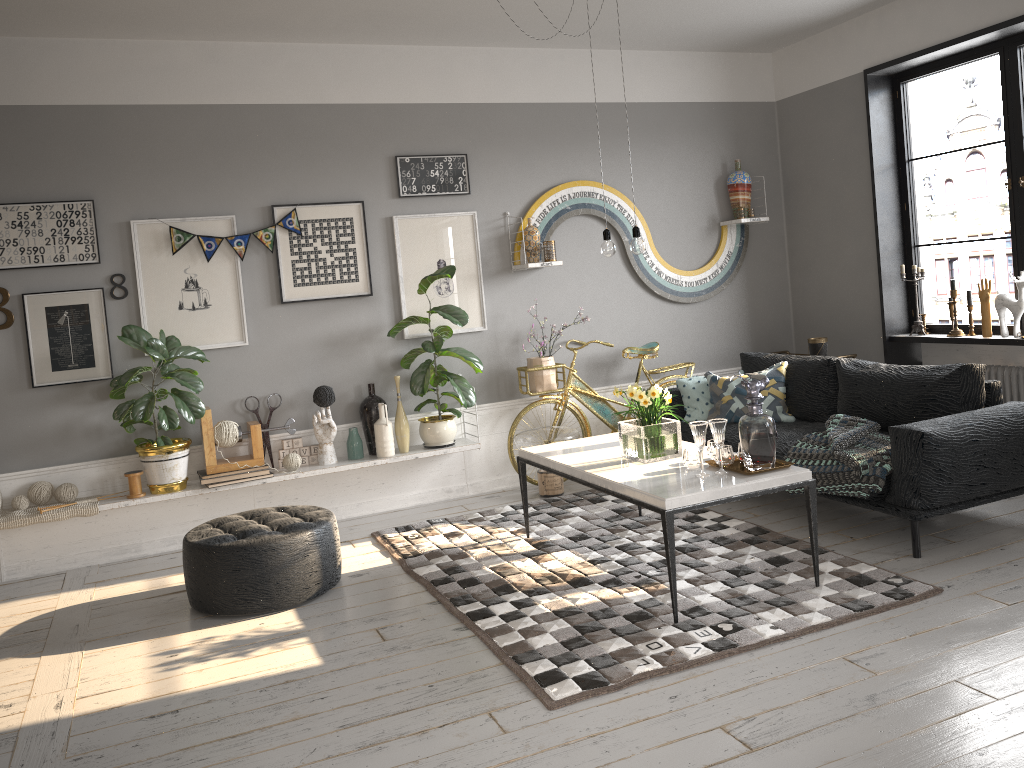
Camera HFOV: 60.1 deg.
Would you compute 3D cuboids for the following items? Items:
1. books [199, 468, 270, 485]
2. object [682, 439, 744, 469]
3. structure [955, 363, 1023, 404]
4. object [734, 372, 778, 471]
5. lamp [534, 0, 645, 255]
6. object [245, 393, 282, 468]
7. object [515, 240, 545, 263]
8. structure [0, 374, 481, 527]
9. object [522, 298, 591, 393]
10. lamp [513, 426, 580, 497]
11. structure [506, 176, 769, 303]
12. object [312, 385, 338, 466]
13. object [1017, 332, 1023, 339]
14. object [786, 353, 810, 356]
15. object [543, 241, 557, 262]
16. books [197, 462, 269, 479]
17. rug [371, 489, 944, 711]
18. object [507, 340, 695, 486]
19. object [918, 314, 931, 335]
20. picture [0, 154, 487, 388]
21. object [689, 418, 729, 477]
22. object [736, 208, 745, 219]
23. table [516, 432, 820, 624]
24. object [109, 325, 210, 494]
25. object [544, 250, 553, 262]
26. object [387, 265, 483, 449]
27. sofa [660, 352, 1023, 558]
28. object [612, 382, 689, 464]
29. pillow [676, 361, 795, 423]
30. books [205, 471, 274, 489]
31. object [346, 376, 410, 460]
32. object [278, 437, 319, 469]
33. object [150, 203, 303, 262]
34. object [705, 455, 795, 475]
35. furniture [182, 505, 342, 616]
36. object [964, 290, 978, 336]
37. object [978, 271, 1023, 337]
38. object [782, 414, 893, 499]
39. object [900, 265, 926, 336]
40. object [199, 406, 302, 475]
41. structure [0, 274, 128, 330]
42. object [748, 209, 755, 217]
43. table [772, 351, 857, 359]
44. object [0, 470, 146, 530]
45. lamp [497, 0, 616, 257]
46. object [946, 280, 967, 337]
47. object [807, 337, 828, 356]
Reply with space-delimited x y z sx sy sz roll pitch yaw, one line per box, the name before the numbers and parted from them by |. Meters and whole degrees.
books | -1.632 0.526 5.197 0.385 0.029 0.260 -8 7 -22
object | 0.917 0.315 3.900 0.246 0.087 0.280 1 8 45
structure | 3.204 0.111 5.363 0.149 0.426 1.225 -6 6 -24
object | 1.038 0.149 3.752 0.156 0.416 0.149 -5 3 -3
lamp | 0.138 -1.279 3.624 0.074 1.531 1.403 -3 4 37
object | -1.502 0.295 5.414 0.222 0.462 0.019 -7 3 -23
object | 0.124 -0.884 5.891 0.197 0.165 0.060 -4 3 11
structure | -1.534 0.355 5.275 2.783 0.485 0.308 -8 4 -22
object | 0.312 -0.275 5.961 0.488 0.639 0.254 -6 3 -5
lamp | 0.239 0.502 5.736 0.432 0.436 0.435 -5 4 8
structure | 0.958 -1.019 6.323 2.028 0.952 0.267 -8 3 -22
object | -1.144 0.250 5.423 0.155 0.481 0.136 -6 3 -23
object | 3.059 -0.320 5.207 0.123 0.099 0.123 -5 5 0
object | 2.090 -0.205 6.665 0.247 0.015 0.319 -8 7 -22
object | 0.254 -0.892 5.961 0.086 0.139 0.086 -7 4 -30
books | -1.641 0.503 5.205 0.380 0.017 0.229 -8 7 -25
rug | 0.449 0.845 4.357 1.775 0.034 2.532 -8 7 -22
object | 0.716 0.148 6.156 1.632 0.966 0.426 -8 4 -31
object | 2.803 -0.414 6.021 0.085 0.151 0.084 -6 4 -19
picture | -2.793 -0.298 2.714 7.313 1.788 4.047 -8 6 -22
object | 0.834 0.269 3.724 0.168 0.226 0.082 -6 3 -11
object | 1.697 -1.262 6.563 0.060 0.079 0.060 -8 5 -34
table | 0.659 0.602 4.199 0.734 0.509 1.459 -7 6 -22
object | -1.979 0.132 4.989 0.512 0.960 0.545 -8 4 -37
object | 0.249 -0.873 6.043 0.062 0.081 0.063 -2 5 43
object | -0.478 -0.171 5.646 0.566 1.146 0.418 -4 3 17
sofa | 1.734 0.269 5.093 0.973 0.794 2.345 -7 6 -23
object | 0.645 0.171 4.184 0.325 0.350 0.352 -7 5 -20
pillow | 1.429 0.056 5.638 0.445 0.361 0.798 -9 7 -40
books | -1.621 0.548 5.207 0.369 0.021 0.297 -9 7 -28
object | -0.849 0.208 5.530 0.331 0.486 0.287 -3 4 28
object | -1.309 0.416 5.456 0.265 0.173 0.078 -7 3 -17
object | -1.689 -0.901 5.333 0.917 0.338 0.057 -8 3 -23
object | 1.021 0.345 3.815 0.247 0.015 0.319 -8 7 -22
furniture | -1.207 0.835 4.300 0.739 0.355 0.735 -9 7 -35
object | 2.923 -0.458 5.641 0.075 0.300 0.076 -5 3 8
object | 3.049 -0.471 5.214 0.135 0.408 0.664 -6 5 -21
object | 1.702 0.370 4.424 0.492 0.328 0.667 -8 6 -27
object | 2.715 -0.571 5.982 0.144 0.488 0.163 -5 3 14
object | -1.542 0.331 5.239 0.547 0.438 0.239 -7 4 -22
structure | -2.566 -0.467 4.998 0.741 0.262 0.024 -8 3 -22
object | 1.772 -1.268 6.558 0.050 0.058 0.050 -8 5 -33
table | 2.177 0.118 6.537 0.340 0.677 0.744 -7 5 -22
object | -2.444 0.576 4.867 0.787 0.306 0.329 -8 5 -22
lamp | 0.000 -1.268 3.632 0.074 1.531 1.403 -3 4 37
object | 2.846 -0.493 5.685 0.123 0.374 0.123 -6 3 -18
object | 2.185 -0.246 6.320 0.141 0.160 0.139 -4 4 16
